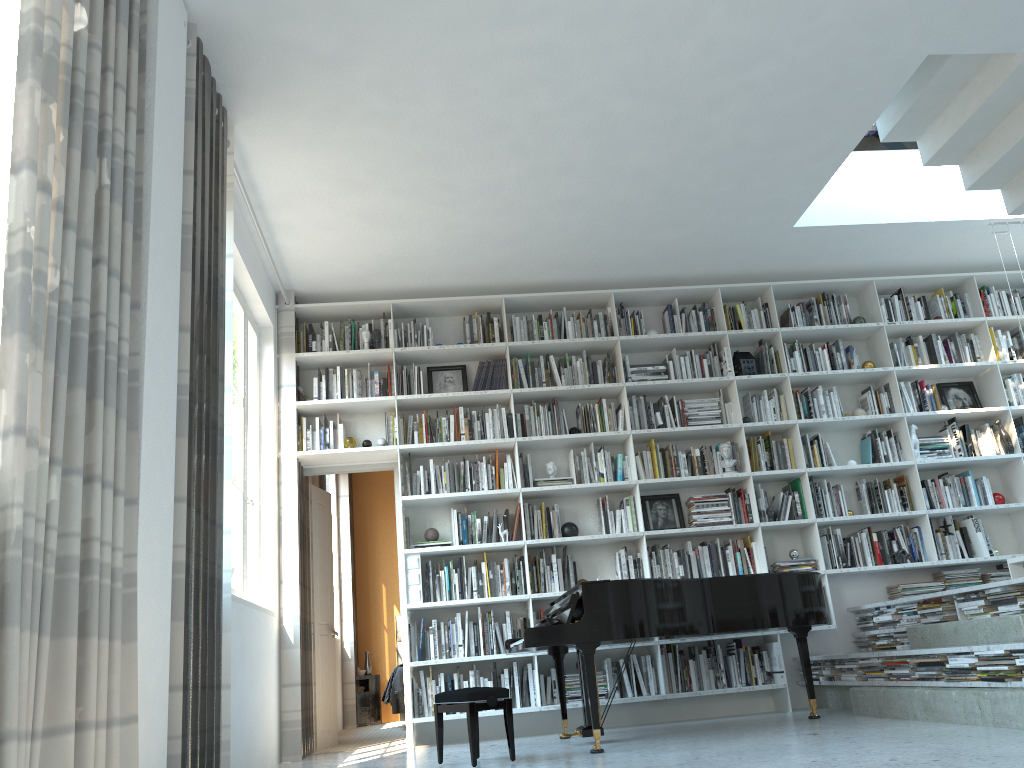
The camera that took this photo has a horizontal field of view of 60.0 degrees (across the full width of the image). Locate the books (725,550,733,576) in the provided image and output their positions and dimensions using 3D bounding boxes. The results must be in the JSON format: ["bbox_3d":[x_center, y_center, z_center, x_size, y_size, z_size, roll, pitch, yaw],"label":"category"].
[{"bbox_3d":[1.545,1.312,6.392,0.023,0.203,0.168,-3,-18,-6],"label":"books"}]

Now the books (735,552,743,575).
[{"bbox_3d":[1.620,1.316,6.391,0.023,0.182,0.169,-3,-18,-6],"label":"books"}]

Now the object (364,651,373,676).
[{"bbox_3d":[-1.630,3.160,10.034,0.091,0.267,0.091,-19,-22,38],"label":"object"}]

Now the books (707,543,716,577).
[{"bbox_3d":[1.427,1.294,6.394,0.010,0.260,0.182,-3,-18,-6],"label":"books"}]

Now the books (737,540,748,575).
[{"bbox_3d":[1.650,1.276,6.419,0.026,0.271,0.175,-3,-18,-6],"label":"books"}]

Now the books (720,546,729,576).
[{"bbox_3d":[1.524,1.303,6.406,0.014,0.234,0.154,-3,-18,-6],"label":"books"}]

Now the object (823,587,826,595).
[{"bbox_3d":[2.211,1.580,6.287,0.011,0.259,0.142,-3,-18,-6],"label":"object"}]

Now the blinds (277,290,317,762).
[{"bbox_3d":[-1.556,0.957,6.394,0.140,3.219,0.779,-3,-18,-6],"label":"blinds"}]

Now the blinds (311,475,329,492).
[{"bbox_3d":[-1.650,1.331,7.512,0.140,3.219,0.779,-3,-18,-6],"label":"blinds"}]

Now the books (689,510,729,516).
[{"bbox_3d":[1.445,0.949,6.508,0.254,0.012,0.161,-2,-18,-11],"label":"books"}]

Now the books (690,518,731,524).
[{"bbox_3d":[1.449,1.005,6.490,0.254,0.012,0.161,-2,-18,-11],"label":"books"}]

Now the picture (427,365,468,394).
[{"bbox_3d":[-0.487,-0.002,6.711,0.300,0.298,0.078,-3,-18,-6],"label":"picture"}]

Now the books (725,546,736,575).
[{"bbox_3d":[1.566,1.297,6.398,0.023,0.233,0.175,-3,-18,-6],"label":"books"}]

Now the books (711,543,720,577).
[{"bbox_3d":[1.446,1.289,6.390,0.028,0.263,0.162,-3,-18,-6],"label":"books"}]

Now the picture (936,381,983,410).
[{"bbox_3d":[3.546,0.123,7.012,0.300,0.298,0.078,-3,-18,-6],"label":"picture"}]

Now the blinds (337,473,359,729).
[{"bbox_3d":[-1.873,2.217,10.162,0.140,3.219,0.779,-3,-18,-6],"label":"blinds"}]

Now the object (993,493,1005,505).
[{"bbox_3d":[3.656,0.880,6.689,0.115,0.116,0.115,4,-20,-27],"label":"object"}]

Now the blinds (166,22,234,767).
[{"bbox_3d":[-1.333,0.071,3.744,0.140,3.219,0.779,-3,-18,-6],"label":"blinds"}]

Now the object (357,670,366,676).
[{"bbox_3d":[-1.690,3.231,9.901,0.118,0.061,0.118,-6,-18,1],"label":"object"}]

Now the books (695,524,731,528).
[{"bbox_3d":[1.453,1.053,6.482,0.254,0.012,0.161,-4,-18,-4],"label":"books"}]

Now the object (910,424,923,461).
[{"bbox_3d":[3.012,0.444,6.633,0.087,0.287,0.075,-15,-20,27],"label":"object"}]

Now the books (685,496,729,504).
[{"bbox_3d":[1.436,0.857,6.536,0.285,0.012,0.160,-2,-18,-11],"label":"books"}]

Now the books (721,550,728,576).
[{"bbox_3d":[1.507,1.313,6.389,0.024,0.206,0.183,-3,-18,-6],"label":"books"}]

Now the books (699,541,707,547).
[{"bbox_3d":[1.401,1.289,6.412,0.014,0.285,0.135,-3,-18,-6],"label":"books"}]

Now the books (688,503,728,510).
[{"bbox_3d":[1.440,0.904,6.524,0.254,0.012,0.161,-2,-18,-10],"label":"books"}]

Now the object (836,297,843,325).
[{"bbox_3d":[2.604,-0.535,7.094,0.006,0.296,0.130,-3,-18,-6],"label":"object"}]

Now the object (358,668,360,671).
[{"bbox_3d":[-1.763,3.251,10.010,0.106,0.103,0.106,-6,-18,1],"label":"object"}]

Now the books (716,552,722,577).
[{"bbox_3d":[1.472,1.321,6.397,0.021,0.202,0.128,-3,-18,-6],"label":"books"}]

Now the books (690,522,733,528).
[{"bbox_3d":[1.453,1.039,6.478,0.285,0.012,0.160,-2,-18,-11],"label":"books"}]

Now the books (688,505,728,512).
[{"bbox_3d":[1.441,0.916,6.522,0.254,0.012,0.161,-2,-18,-9],"label":"books"}]

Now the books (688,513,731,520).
[{"bbox_3d":[1.446,0.974,6.507,0.285,0.012,0.160,-4,-18,-4],"label":"books"}]

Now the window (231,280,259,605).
[{"bbox_3d":[-1.634,0.230,5.096,0.073,2.002,1.990,-3,-18,-6],"label":"window"}]

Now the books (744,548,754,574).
[{"bbox_3d":[1.688,1.299,6.404,0.042,0.211,0.169,-3,-18,-6],"label":"books"}]

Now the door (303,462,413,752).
[{"bbox_3d":[-1.197,1.667,6.643,0.834,1.974,0.789,-3,-18,-6],"label":"door"}]

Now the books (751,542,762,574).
[{"bbox_3d":[1.745,1.278,6.411,0.033,0.245,0.177,-3,-18,-6],"label":"books"}]

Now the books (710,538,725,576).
[{"bbox_3d":[1.485,1.273,6.403,0.012,0.295,0.178,-3,-18,-6],"label":"books"}]

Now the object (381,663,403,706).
[{"bbox_3d":[-0.597,2.978,9.181,1.481,0.538,1.456,-3,-18,-6],"label":"object"}]

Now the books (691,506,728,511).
[{"bbox_3d":[1.442,0.928,6.519,0.254,0.012,0.161,-4,-18,-3],"label":"books"}]

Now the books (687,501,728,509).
[{"bbox_3d":[1.439,0.893,6.530,0.254,0.012,0.161,-2,-18,-9],"label":"books"}]

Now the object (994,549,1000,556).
[{"bbox_3d":[3.584,1.260,6.585,0.071,0.072,0.071,-21,-23,40],"label":"object"}]

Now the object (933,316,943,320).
[{"bbox_3d":[3.386,-0.503,7.044,0.071,0.072,0.071,-21,-23,40],"label":"object"}]

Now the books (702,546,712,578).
[{"bbox_3d":[1.385,1.302,6.381,0.026,0.244,0.192,-3,-18,-6],"label":"books"}]

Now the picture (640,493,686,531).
[{"bbox_3d":[1.111,0.960,6.536,0.300,0.298,0.078,-3,-18,-6],"label":"picture"}]

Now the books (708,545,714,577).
[{"bbox_3d":[1.416,1.302,6.402,0.011,0.251,0.159,-3,-18,-6],"label":"books"}]

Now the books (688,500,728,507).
[{"bbox_3d":[1.438,0.881,6.531,0.254,0.012,0.161,-2,-18,-10],"label":"books"}]

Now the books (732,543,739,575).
[{"bbox_3d":[1.597,1.291,6.423,0.014,0.255,0.145,-3,-18,-6],"label":"books"}]

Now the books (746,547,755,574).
[{"bbox_3d":[1.714,1.296,6.408,0.011,0.216,0.166,-3,-18,-6],"label":"books"}]

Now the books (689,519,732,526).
[{"bbox_3d":[1.450,1.016,6.486,0.285,0.012,0.160,-5,-18,-1],"label":"books"}]

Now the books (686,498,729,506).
[{"bbox_3d":[1.437,0.870,6.539,0.285,0.012,0.160,-4,-18,-4],"label":"books"}]

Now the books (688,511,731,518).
[{"bbox_3d":[1.446,0.960,6.503,0.285,0.012,0.160,-5,-18,-1],"label":"books"}]

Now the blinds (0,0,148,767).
[{"bbox_3d":[-1.223,-0.370,2.487,0.183,3.249,1.029,-3,-18,-7],"label":"blinds"}]

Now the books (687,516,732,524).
[{"bbox_3d":[1.448,0.998,6.504,0.285,0.012,0.160,-3,-18,-6],"label":"books"}]

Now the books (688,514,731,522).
[{"bbox_3d":[1.447,0.986,6.505,0.285,0.012,0.160,-4,-18,-5],"label":"books"}]

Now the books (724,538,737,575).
[{"bbox_3d":[1.581,1.271,6.420,0.014,0.292,0.138,-3,-18,-6],"label":"books"}]

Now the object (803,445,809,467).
[{"bbox_3d":[2.199,0.578,6.696,0.013,0.207,0.140,-3,-18,-6],"label":"object"}]

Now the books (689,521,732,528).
[{"bbox_3d":[1.451,1.031,6.491,0.285,0.012,0.160,-3,-18,-7],"label":"books"}]

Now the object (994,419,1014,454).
[{"bbox_3d":[3.737,0.409,6.725,0.087,0.287,0.075,-15,-20,27],"label":"object"}]

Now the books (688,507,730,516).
[{"bbox_3d":[1.444,0.937,6.510,0.285,0.012,0.160,-5,-18,-1],"label":"books"}]
